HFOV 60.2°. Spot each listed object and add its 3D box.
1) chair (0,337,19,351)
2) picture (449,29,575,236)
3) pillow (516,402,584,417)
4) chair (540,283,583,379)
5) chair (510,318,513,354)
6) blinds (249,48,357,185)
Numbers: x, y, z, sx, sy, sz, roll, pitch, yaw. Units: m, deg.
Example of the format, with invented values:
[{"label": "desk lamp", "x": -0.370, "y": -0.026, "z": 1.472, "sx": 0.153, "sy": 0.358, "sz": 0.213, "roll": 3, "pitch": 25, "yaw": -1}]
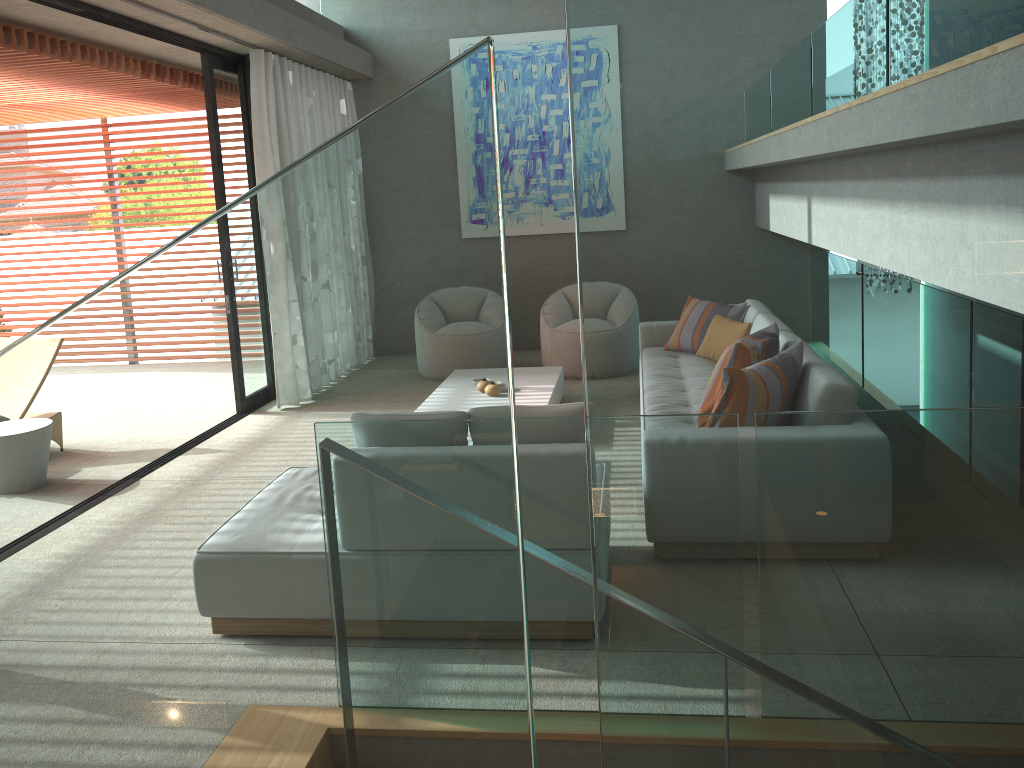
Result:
[{"label": "chair", "x": -4.051, "y": 0.298, "z": 5.713, "sx": 0.700, "sy": 0.817, "sz": 2.325, "roll": 1, "pitch": 12, "yaw": 23}, {"label": "picture", "x": 0.265, "y": -2.574, "z": 9.120, "sx": 1.719, "sy": 2.027, "sz": 0.030, "roll": -2, "pitch": 8, "yaw": 8}, {"label": "pillow", "x": 0.092, "y": 0.302, "z": 3.443, "sx": 0.492, "sy": 0.492, "sz": 0.241, "roll": -2, "pitch": 9, "yaw": 9}, {"label": "chair", "x": 0.721, "y": -0.518, "z": 8.199, "sx": 0.923, "sy": 0.778, "sz": 0.931, "roll": 3, "pitch": 12, "yaw": 32}, {"label": "chair", "x": -0.463, "y": -0.505, "z": 8.464, "sx": 0.921, "sy": 0.778, "sz": 0.933, "roll": -1, "pitch": 11, "yaw": 12}, {"label": "blinds", "x": -1.795, "y": -1.488, "z": 8.328, "sx": 0.223, "sy": 2.890, "sz": 2.457, "roll": -2, "pitch": 10, "yaw": 8}]
